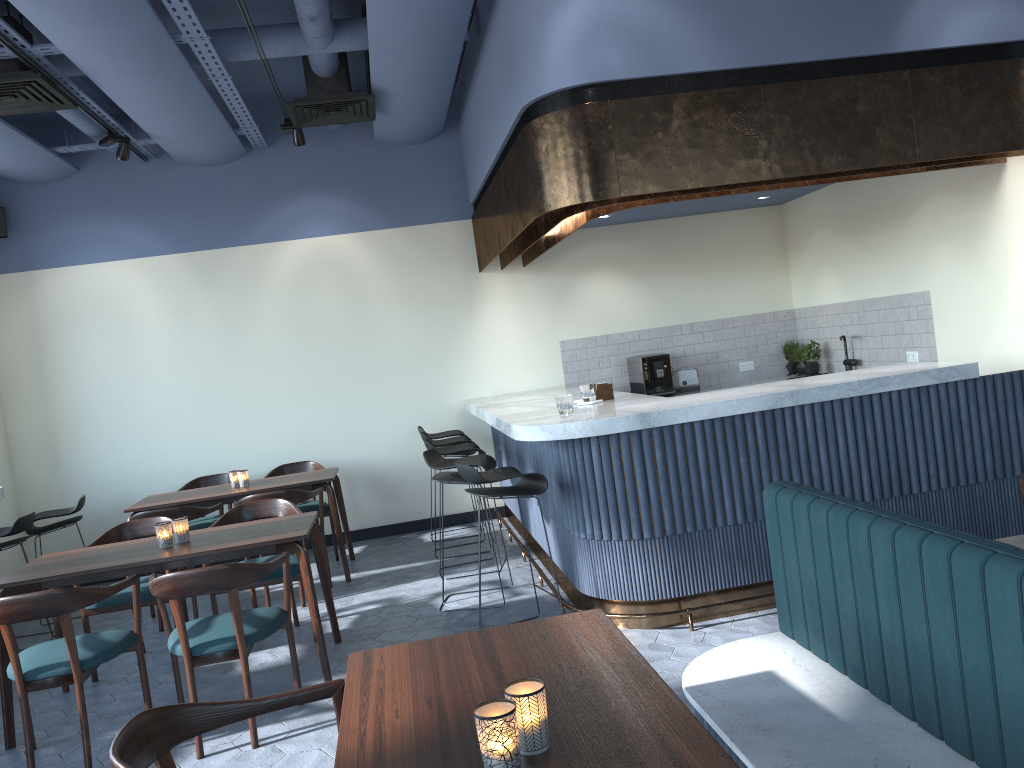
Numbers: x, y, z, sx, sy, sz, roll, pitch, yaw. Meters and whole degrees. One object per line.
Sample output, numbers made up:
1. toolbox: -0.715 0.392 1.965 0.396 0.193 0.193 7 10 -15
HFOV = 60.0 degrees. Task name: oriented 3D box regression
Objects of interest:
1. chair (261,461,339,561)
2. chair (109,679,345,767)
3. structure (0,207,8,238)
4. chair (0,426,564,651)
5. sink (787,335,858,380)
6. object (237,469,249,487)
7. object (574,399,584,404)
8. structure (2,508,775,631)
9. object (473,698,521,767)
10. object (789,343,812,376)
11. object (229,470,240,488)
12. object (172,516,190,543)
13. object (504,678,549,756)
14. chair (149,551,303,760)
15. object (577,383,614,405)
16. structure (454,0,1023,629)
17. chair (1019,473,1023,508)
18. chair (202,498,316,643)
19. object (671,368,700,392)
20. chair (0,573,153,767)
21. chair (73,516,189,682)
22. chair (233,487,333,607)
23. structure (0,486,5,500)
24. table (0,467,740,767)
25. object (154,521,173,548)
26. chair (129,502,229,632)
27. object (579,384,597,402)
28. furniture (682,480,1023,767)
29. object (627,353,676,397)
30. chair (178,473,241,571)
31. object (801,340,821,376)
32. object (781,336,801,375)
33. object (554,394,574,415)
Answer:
1. chair: -1.741 1.060 7.263 0.618 0.793 0.525 -8 2 -8
2. chair: -0.558 1.121 2.002 0.525 0.793 0.618 -8 2 -8
3. structure: 1.506 -1.917 2.767 7.261 0.268 13.143 -9 3 -24
4. chair: -1.566 1.081 4.315 3.651 0.949 6.322 -8 2 -9
5. sink: 2.615 -0.177 7.092 0.467 0.394 0.962 -8 2 -8
6. object: -1.989 0.700 6.570 0.078 0.120 0.078 -9 3 -25
7. object: 0.506 0.090 5.519 0.249 0.042 0.339 -8 2 -7
8. structure: -1.910 1.459 4.848 6.894 0.250 5.649 -10 3 -36
9. object: -0.023 0.641 1.595 0.078 0.120 0.078 -9 3 -25
10. object: 2.601 -0.221 7.948 0.221 0.283 0.211 -8 2 5
11. object: -2.069 0.708 6.625 0.078 0.120 0.078 -9 3 -25
12. object: -1.690 0.745 4.532 0.078 0.120 0.078 -7 2 9
13. object: 0.031 0.630 1.676 0.078 0.120 0.078 -9 3 -25
14. chair: -1.261 1.138 3.878 0.618 0.793 0.525 -8 2 -8
15. object: 0.529 0.059 5.497 0.171 0.099 0.342 -7 3 26
16. structure: 1.273 -0.835 6.281 3.220 3.800 3.653 -8 2 -8
17. chair: 2.106 0.707 3.094 0.618 0.793 0.525 -8 2 -8
18. chair: -1.448 1.108 5.180 0.618 0.793 0.525 -8 2 -8
19. object: 1.551 -0.032 7.969 0.260 0.195 0.177 -7 2 13
20. chair: -1.941 1.233 3.847 0.618 0.793 0.525 -8 2 -8
21. chair: -2.119 1.205 5.088 0.618 0.793 0.525 -8 2 -8
22. chair: -1.562 1.088 6.022 0.618 0.793 0.525 -8 2 -8
23. structure: -0.520 0.607 0.544 14.155 0.080 4.315 -6 3 43
24. table: 0.309 0.981 2.889 3.997 0.755 9.778 -9 3 -24
25. object: -1.744 0.756 4.452 0.078 0.120 0.078 -7 2 9
26. chair: -2.233 1.185 5.930 0.618 0.793 0.525 -8 2 -8
27. object: 0.469 0.055 5.412 0.111 0.102 0.111 -10 3 -36
28. furniture: 3.082 0.487 0.832 4.703 1.150 4.800 -8 2 -8
29. object: 1.236 -0.074 7.839 0.274 0.378 0.532 -8 2 -8
30. chair: -2.412 1.156 7.171 0.618 0.793 0.525 -8 2 -8
31. object: 2.620 -0.230 7.752 0.179 0.311 0.172 -8 2 3
32. object: 2.568 -0.268 8.162 0.186 0.367 0.196 -8 2 -8
33. object: 0.294 0.115 4.904 0.111 0.102 0.111 -10 3 -36
